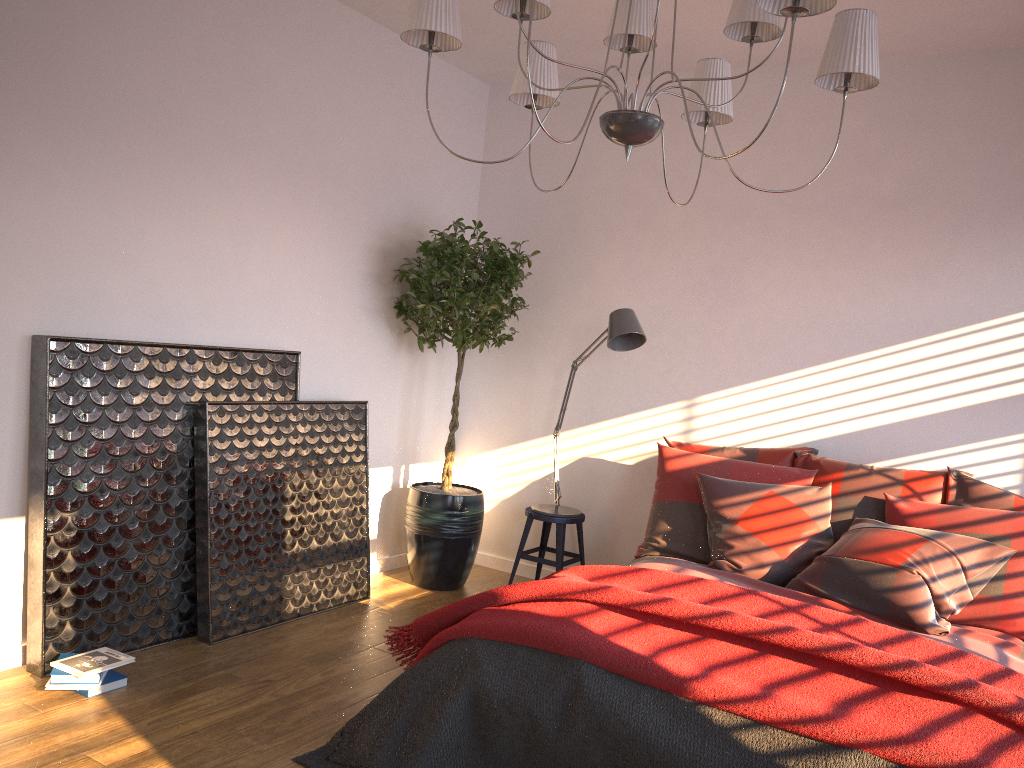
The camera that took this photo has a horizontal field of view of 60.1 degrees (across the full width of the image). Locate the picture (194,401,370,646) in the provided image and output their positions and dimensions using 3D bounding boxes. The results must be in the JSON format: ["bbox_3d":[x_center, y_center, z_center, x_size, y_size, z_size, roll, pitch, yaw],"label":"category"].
[{"bbox_3d":[-1.034,0.593,4.149,0.209,1.032,1.024,9,5,31],"label":"picture"}]

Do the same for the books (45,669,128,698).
[{"bbox_3d":[-1.528,1.067,3.213,0.258,0.050,0.269,5,3,-14],"label":"books"}]

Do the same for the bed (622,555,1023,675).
[{"bbox_3d":[1.093,0.971,3.286,2.029,0.773,2.312,8,3,31],"label":"bed"}]

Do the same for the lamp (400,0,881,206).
[{"bbox_3d":[0.353,-1.079,2.276,1.097,1.084,1.246,8,5,31],"label":"lamp"}]

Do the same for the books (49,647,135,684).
[{"bbox_3d":[-1.552,1.016,3.192,0.257,0.050,0.270,7,3,27],"label":"books"}]

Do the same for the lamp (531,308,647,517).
[{"bbox_3d":[0.381,0.168,4.615,0.279,1.133,0.784,4,5,-18],"label":"lamp"}]

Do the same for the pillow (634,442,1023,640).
[{"bbox_3d":[1.399,0.659,3.844,1.807,0.554,0.527,8,5,32],"label":"pillow"}]

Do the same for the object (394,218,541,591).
[{"bbox_3d":[-0.360,0.118,4.866,0.809,2.030,0.800,10,6,34],"label":"object"}]

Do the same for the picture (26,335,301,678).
[{"bbox_3d":[-1.397,0.458,3.737,0.171,1.258,1.248,9,5,31],"label":"picture"}]

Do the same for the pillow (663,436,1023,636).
[{"bbox_3d":[1.446,0.695,3.777,2.135,0.737,1.143,8,4,29],"label":"pillow"}]

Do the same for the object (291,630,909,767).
[{"bbox_3d":[0.673,1.058,2.603,2.497,0.570,1.121,8,4,31],"label":"object"}]

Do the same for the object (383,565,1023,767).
[{"bbox_3d":[0.719,1.026,2.741,2.635,0.663,0.682,8,4,32],"label":"object"}]

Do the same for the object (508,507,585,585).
[{"bbox_3d":[0.217,0.948,4.929,0.337,0.483,0.341,9,5,31],"label":"object"}]
